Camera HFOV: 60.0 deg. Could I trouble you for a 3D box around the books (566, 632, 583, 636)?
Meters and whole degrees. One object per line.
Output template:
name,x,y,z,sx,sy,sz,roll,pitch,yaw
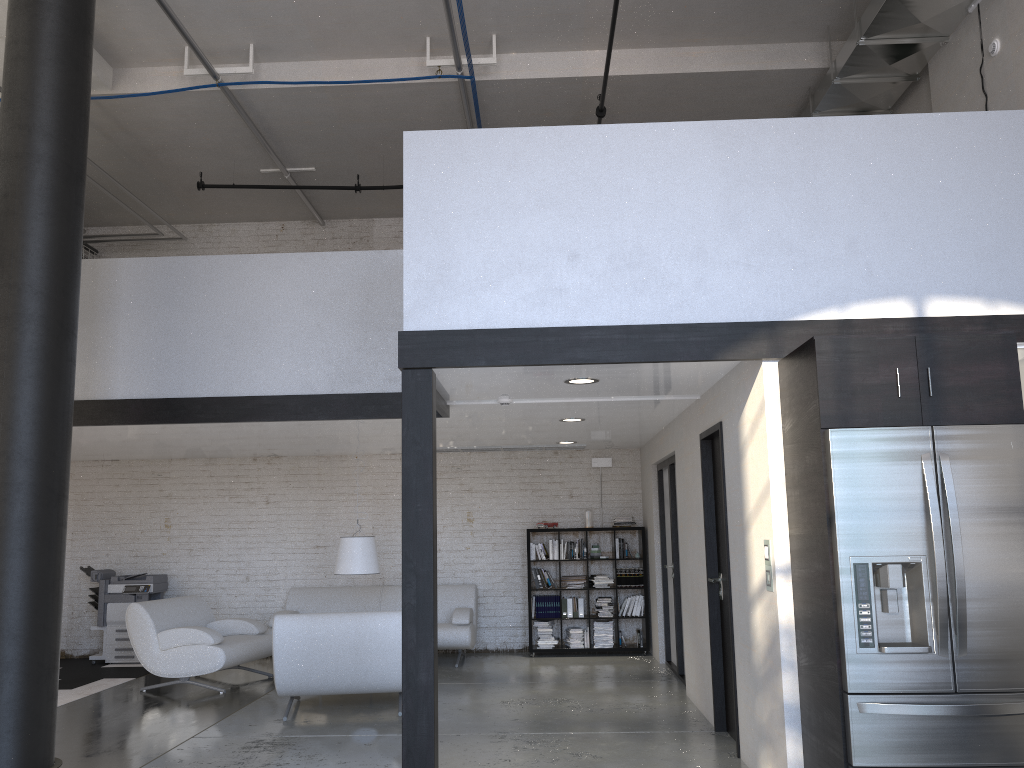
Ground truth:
books,0.690,2.742,9.739,0.138,0.014,0.217,1,-10,-13

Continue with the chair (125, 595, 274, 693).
chair,-2.903,2.427,8.374,1.026,0.783,1.009,-3,-9,13

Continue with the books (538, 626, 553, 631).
books,0.369,2.703,9.794,0.163,0.023,0.307,-2,-9,4

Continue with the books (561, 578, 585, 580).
books,0.691,2.168,9.903,0.269,0.022,0.185,-3,-9,9

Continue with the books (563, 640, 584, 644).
books,0.676,2.823,9.729,0.150,0.013,0.238,2,-10,-18

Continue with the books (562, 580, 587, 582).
books,0.698,2.199,9.901,0.275,0.028,0.185,-3,-9,9

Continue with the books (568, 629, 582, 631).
books,0.690,2.703,9.765,0.131,0.010,0.235,-1,-9,-3

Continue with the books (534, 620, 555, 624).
books,0.361,2.632,9.820,0.161,0.019,0.254,-4,-10,18

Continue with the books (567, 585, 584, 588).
books,0.710,2.257,9.874,0.185,0.028,0.276,-2,-9,3

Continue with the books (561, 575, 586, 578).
books,0.693,2.149,9.902,0.278,0.019,0.185,-3,-9,9

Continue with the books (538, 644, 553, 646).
books,0.372,2.859,9.774,0.161,0.019,0.254,-2,-9,4

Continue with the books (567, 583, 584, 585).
books,0.706,2.227,9.884,0.185,0.022,0.270,-2,-9,3

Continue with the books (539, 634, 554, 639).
books,0.379,2.789,9.793,0.155,0.016,0.244,-1,-9,-1

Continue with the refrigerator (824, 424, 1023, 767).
refrigerator,1.806,1.110,3.968,0.853,1.768,0.822,-1,-9,2

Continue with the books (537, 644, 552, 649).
books,0.361,2.891,9.768,0.169,0.015,0.268,-2,-9,4

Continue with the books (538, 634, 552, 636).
books,0.368,2.762,9.783,0.148,0.011,0.265,-2,-9,4

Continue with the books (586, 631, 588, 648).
books,0.821,2.792,9.699,0.008,0.168,0.107,-1,-9,2

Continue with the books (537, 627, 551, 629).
books,0.359,2.686,9.799,0.148,0.011,0.265,-2,-9,4

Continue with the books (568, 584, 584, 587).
books,0.712,2.241,9.879,0.172,0.030,0.270,-2,-9,3

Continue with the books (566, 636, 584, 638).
books,0.694,2.777,9.744,0.132,0.010,0.210,2,-10,-18

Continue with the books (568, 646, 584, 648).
books,0.695,2.880,9.741,0.150,0.013,0.238,0,-9,-8

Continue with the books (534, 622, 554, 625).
books,0.358,2.649,9.814,0.169,0.015,0.268,-3,-10,14

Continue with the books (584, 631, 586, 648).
books,0.796,2.794,9.704,0.008,0.168,0.107,-1,-9,2

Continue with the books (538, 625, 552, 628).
books,0.369,2.676,9.811,0.149,0.011,0.236,-2,-9,4

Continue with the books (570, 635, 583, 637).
books,0.700,2.755,9.739,0.132,0.010,0.211,-1,-9,-3

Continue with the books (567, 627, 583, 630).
books,0.694,2.690,9.753,0.132,0.010,0.210,0,-9,-8

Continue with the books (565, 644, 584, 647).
books,0.685,2.866,9.732,0.150,0.013,0.238,1,-10,-13

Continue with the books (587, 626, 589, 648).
books,0.833,2.767,9.702,0.016,0.219,0.117,-1,-9,2

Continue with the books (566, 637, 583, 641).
books,0.685,2.794,9.745,0.148,0.023,0.244,0,-9,-8

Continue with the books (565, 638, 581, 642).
books,0.671,2.812,9.739,0.150,0.013,0.238,-1,-9,-3

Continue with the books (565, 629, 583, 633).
books,0.684,2.717,9.756,0.145,0.020,0.273,0,-9,-8

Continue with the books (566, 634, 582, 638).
books,0.684,2.768,9.752,0.131,0.010,0.235,0,-9,-8

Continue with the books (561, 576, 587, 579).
books,0.695,2.161,9.905,0.275,0.024,0.185,-3,-9,9

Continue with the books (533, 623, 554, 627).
books,0.358,2.666,9.828,0.169,0.015,0.268,-4,-10,18

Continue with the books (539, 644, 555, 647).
books,0.376,2.876,9.768,0.169,0.015,0.268,-1,-9,-1

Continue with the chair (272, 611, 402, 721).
chair,-1.320,2.173,7.022,1.007,0.783,1.028,0,-9,-7

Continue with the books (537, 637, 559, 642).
books,0.402,2.816,9.767,0.233,0.011,0.290,-2,-9,4

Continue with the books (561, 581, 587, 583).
books,0.695,2.205,9.889,0.275,0.014,0.185,-3,-10,9

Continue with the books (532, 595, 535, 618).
books,0.240,2.464,9.821,0.042,0.232,0.174,-1,-9,2

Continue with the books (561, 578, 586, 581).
books,0.694,2.184,9.906,0.270,0.030,0.172,-3,-9,9

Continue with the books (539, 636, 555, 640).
books,0.386,2.802,9.777,0.169,0.015,0.268,-2,-9,4

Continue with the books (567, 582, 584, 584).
books,0.707,2.219,9.881,0.185,0.024,0.275,-2,-9,3

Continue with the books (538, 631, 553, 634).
books,0.367,2.737,9.794,0.161,0.019,0.254,-2,-9,4

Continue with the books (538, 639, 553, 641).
books,0.381,2.815,9.767,0.169,0.015,0.268,-3,-10,9

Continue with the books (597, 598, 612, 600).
books,1.022,2.378,9.811,0.134,0.010,0.220,-1,-9,-1

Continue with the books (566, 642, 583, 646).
books,0.689,2.850,9.734,0.143,0.017,0.226,0,-9,-8

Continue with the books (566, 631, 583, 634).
books,0.690,2.730,9.744,0.132,0.010,0.210,1,-10,-13
